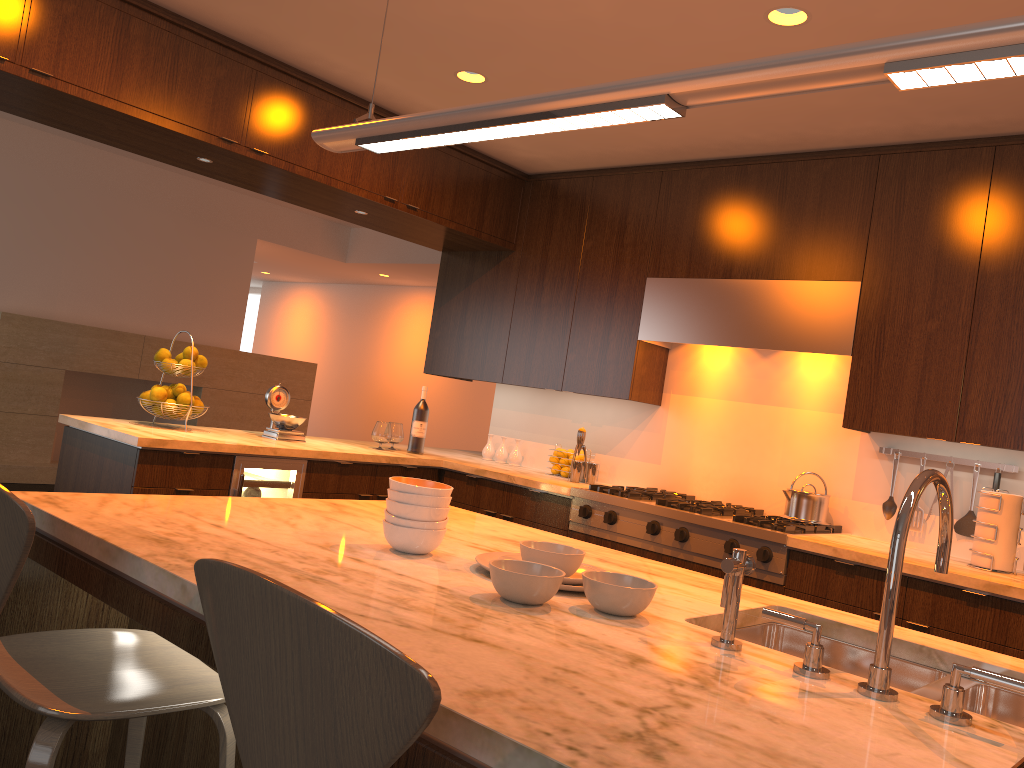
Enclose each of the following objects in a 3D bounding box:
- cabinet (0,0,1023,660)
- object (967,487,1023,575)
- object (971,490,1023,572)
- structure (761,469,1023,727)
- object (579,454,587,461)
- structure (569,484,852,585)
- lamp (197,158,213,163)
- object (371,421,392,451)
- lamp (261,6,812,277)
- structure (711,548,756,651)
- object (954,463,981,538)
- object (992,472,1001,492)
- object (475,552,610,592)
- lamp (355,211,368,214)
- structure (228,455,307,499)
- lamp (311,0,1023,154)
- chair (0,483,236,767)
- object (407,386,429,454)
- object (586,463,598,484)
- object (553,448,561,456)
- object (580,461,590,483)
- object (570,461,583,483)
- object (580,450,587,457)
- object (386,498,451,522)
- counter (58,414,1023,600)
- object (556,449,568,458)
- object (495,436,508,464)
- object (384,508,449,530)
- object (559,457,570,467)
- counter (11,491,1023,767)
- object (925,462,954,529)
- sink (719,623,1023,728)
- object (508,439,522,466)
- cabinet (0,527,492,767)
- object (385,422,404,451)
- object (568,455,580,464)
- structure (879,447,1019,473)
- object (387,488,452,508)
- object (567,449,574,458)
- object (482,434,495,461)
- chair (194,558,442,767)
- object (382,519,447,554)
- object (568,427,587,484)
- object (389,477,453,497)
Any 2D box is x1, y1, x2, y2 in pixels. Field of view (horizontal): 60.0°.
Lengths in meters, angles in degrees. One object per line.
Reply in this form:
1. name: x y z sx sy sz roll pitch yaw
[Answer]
1. cabinet: 0.368 -0.130 2.484 5.521 2.997 7.728 7 -2 42
2. object: 1.824 0.549 3.347 0.168 0.304 0.160 9 -1 -4
3. object: 1.824 0.551 3.338 0.144 0.286 0.149 8 -2 24
4. structure: 0.598 0.294 1.312 0.321 0.341 0.310 9 -1 -11
5. object: 0.382 0.405 4.811 0.051 0.053 0.063 9 -1 -2
6. structure: 0.928 0.572 4.085 1.067 0.422 0.824 7 -2 42
7. lamp: -1.369 -0.998 3.951 0.068 0.004 0.068 8 -2 22
8. object: -0.705 0.281 4.808 0.112 0.151 0.112 9 -2 -30
9. lamp: -3.116 -1.699 8.401 16.431 0.171 5.868 7 -2 42
10. structure: 0.363 0.353 1.463 0.050 0.161 0.067 7 -2 42
11. object: 1.881 0.475 3.614 0.112 0.303 0.036 7 -2 42
12. object: 1.926 0.495 3.550 0.063 0.281 0.063 8 -2 19
13. object: 0.076 0.390 1.823 0.310 0.021 0.309 7 -2 42
14. lamp: -0.785 -0.894 4.616 0.068 0.004 0.068 8 -2 22
15. structure: 0.313 0.980 4.022 3.400 0.862 3.060 7 -2 42
16. lamp: 0.493 -0.855 1.485 2.465 0.765 0.120 7 -2 42
17. chair: -0.787 0.660 1.571 0.506 1.047 0.520 10 -2 -43
18. object: -0.511 0.199 4.931 0.095 0.378 0.094 9 -2 -23
19. object: 0.411 0.467 4.605 0.060 0.106 0.060 9 -1 -16
20. object: 0.254 0.379 4.858 0.052 0.060 0.057 9 -2 -27
21. object: 0.387 0.465 4.677 0.060 0.106 0.060 9 -1 -16
22. object: 0.330 0.454 4.573 0.060 0.106 0.060 9 -1 -16
23. object: 0.387 0.394 4.878 0.050 0.060 0.059 9 -1 -16
24. object: -0.205 0.283 1.898 0.140 0.062 0.139 7 -2 42
25. counter: 0.336 0.513 3.990 3.616 0.038 3.187 7 -2 42
26. object: 0.272 0.377 4.807 0.063 0.051 0.053 8 -2 32
27. object: -0.056 0.388 5.224 0.079 0.154 0.079 8 -2 25
28. object: -0.208 0.305 1.898 0.140 0.068 0.139 8 -2 25
29. object: 0.284 0.424 4.799 0.062 0.053 0.052 10 -2 -43
30. counter: 0.339 0.450 1.461 2.711 0.038 1.280 7 -2 42
31. object: 1.790 0.454 3.675 0.114 0.271 0.008 7 -2 42
32. sink: 0.705 0.615 1.512 0.813 0.176 0.457 7 -2 42
33. object: 0.024 0.398 5.149 0.079 0.154 0.079 8 -2 25
34. cabinet: 0.270 0.902 1.449 2.713 0.876 1.281 7 -2 42
35. object: -0.660 0.292 4.954 0.112 0.151 0.112 9 -2 -30
36. object: 0.335 0.409 4.775 0.061 0.052 0.053 9 -1 -2
37. structure: 1.805 0.313 3.694 0.541 0.031 0.048 7 -2 45
38. object: -0.202 0.261 1.899 0.140 0.064 0.139 8 -1 16
39. object: 0.321 0.382 4.841 0.051 0.053 0.063 9 -1 -14
40. object: -0.135 0.378 5.297 0.079 0.154 0.079 8 -2 25
41. chair: -0.173 0.740 1.074 0.520 1.047 0.506 7 -2 42
42. object: -0.212 0.329 1.898 0.140 0.059 0.139 8 -2 33
43. object: 0.339 0.364 4.589 0.101 0.288 0.088 9 -1 -18
44. object: -0.198 0.240 1.900 0.139 0.062 0.140 10 -2 -40
